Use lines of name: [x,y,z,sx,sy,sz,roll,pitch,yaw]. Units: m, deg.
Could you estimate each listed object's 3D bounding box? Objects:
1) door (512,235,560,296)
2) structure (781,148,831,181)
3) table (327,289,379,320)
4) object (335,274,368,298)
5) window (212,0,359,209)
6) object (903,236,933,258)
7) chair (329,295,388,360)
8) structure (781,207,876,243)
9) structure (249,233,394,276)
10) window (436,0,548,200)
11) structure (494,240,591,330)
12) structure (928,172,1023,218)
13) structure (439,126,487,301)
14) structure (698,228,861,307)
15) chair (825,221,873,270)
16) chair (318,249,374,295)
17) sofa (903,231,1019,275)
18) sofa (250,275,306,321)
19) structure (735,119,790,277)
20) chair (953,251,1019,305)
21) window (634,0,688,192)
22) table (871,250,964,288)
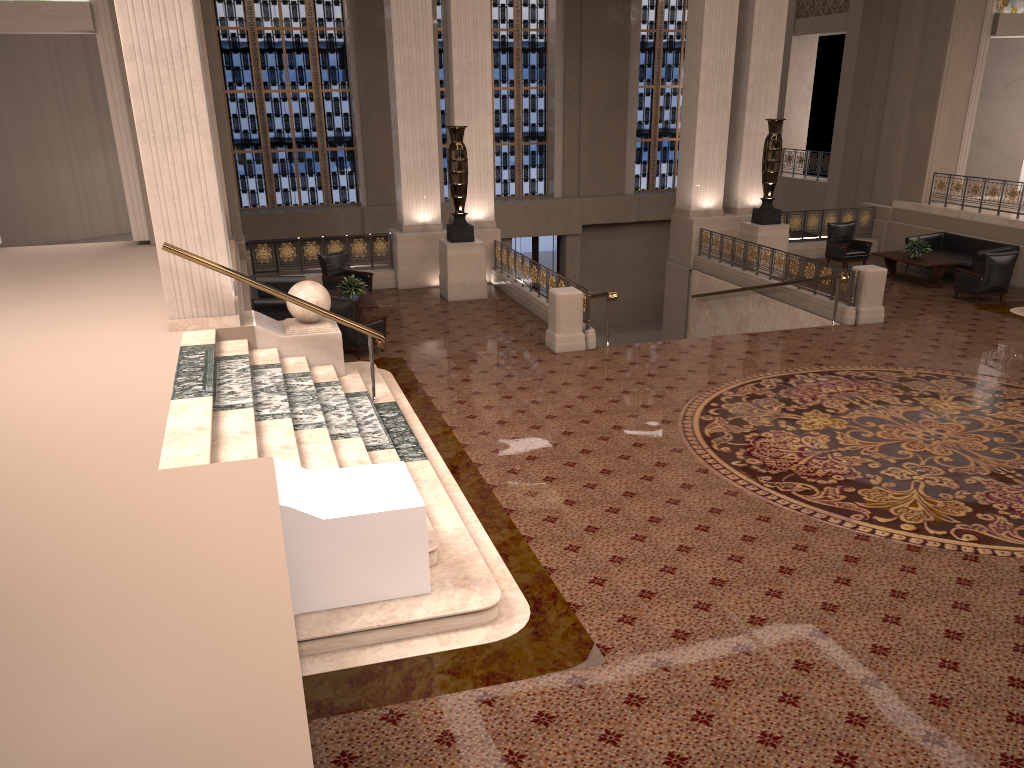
door: [0.633,-2.775,24.437,1.486,2.840,0.149,-7,24,-14]
structure: [7.322,-5.453,21.890,0.031,0.696,2.079,-8,20,-16]
table: [-2.557,-1.105,13.580,0.836,0.454,1.423,-6,20,-16]
object: [-2.433,-1.473,13.339,0.500,0.392,0.505,5,21,15]
window: [-5.396,-7.075,21.272,2.977,5.587,0.067,-7,24,-14]
object: [7.386,-2.499,16.051,0.500,0.392,0.505,5,21,15]
chair: [-2.164,-0.831,12.080,0.640,0.880,0.697,13,25,31]
structure: [6.579,-3.360,18.671,2.526,0.683,0.031,-6,24,-15]
structure: [-3.432,-2.346,16.004,2.526,0.683,0.031,-6,24,-15]
window: [-0.504,-7.570,22.575,2.977,5.587,0.067,-7,24,-14]
structure: [0.385,-1.714,14.311,0.079,0.560,4.760,-7,19,-15]
structure: [9.029,-3.435,16.255,0.032,0.651,3.563,-8,20,-16]
structure: [-0.880,-2.898,15.047,0.698,2.907,0.674,-7,24,-15]
structure: [4.442,-2.125,15.392,0.079,0.560,4.762,-8,20,-16]
chair: [6.694,-2.767,17.569,0.644,0.880,0.693,-9,23,-20]
chair: [-2.828,-1.802,15.029,0.706,0.880,0.631,15,27,36]
sofa: [8.279,-2.332,16.416,0.872,0.737,1.854,-7,20,-16]
sofa: [-3.441,-1.145,13.294,0.872,0.737,1.854,-7,20,-16]
structure: [4.803,-3.474,16.561,0.698,2.907,0.674,-7,24,-15]
chair: [7.818,-1.794,14.594,0.645,0.880,0.691,-7,22,-15]
window: [4.556,-8.083,23.923,2.977,5.587,0.067,-7,24,-14]
table: [7.401,-2.113,16.233,0.836,0.454,1.423,-6,20,-16]
